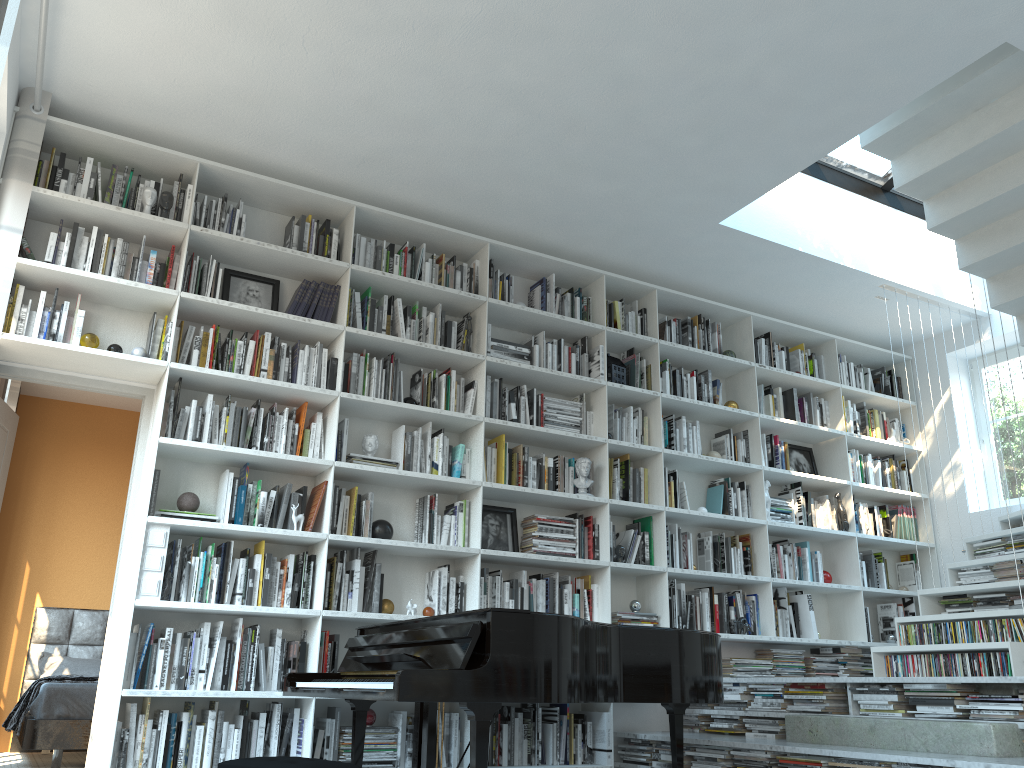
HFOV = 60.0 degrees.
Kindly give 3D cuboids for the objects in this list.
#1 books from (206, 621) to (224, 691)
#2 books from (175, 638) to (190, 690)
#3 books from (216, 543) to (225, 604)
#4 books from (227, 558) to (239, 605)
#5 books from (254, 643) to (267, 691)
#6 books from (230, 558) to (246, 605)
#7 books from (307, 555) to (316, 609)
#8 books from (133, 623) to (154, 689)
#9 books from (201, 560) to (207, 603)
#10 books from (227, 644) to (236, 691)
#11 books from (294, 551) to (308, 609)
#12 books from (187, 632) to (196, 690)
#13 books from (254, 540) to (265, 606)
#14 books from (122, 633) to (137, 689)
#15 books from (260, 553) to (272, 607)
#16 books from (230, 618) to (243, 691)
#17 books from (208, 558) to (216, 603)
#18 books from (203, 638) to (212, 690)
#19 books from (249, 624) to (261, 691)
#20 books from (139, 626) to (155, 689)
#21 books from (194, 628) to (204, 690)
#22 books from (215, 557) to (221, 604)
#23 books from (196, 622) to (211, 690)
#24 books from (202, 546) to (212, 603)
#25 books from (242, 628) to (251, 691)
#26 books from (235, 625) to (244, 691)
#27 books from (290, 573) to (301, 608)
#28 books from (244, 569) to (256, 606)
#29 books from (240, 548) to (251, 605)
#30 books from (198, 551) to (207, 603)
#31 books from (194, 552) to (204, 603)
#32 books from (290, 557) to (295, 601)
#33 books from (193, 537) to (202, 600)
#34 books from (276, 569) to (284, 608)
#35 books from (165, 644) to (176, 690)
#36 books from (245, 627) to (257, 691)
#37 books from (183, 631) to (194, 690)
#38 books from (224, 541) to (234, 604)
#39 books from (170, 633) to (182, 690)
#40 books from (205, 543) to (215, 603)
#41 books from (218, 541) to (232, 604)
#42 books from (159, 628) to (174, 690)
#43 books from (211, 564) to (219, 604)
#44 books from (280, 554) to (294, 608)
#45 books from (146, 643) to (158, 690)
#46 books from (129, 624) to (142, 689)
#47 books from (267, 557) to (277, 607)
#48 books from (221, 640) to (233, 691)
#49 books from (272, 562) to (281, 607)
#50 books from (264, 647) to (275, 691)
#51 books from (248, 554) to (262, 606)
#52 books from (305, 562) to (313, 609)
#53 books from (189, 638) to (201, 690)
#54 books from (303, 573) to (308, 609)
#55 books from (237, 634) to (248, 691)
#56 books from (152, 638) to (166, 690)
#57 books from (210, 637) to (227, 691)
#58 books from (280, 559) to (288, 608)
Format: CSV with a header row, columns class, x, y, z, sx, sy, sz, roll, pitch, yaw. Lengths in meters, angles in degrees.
class,x,y,z,sx,sy,sz,roll,pitch,yaw
books,-1.399,1.266,4.130,0.039,0.306,0.172,11,-21,-27
books,-1.516,1.281,4.052,0.028,0.222,0.189,11,-21,-27
books,-1.418,0.923,4.266,0.009,0.298,0.141,11,-21,-27
books,-1.365,0.964,4.277,0.045,0.229,0.138,11,-21,-27
books,-1.210,1.350,4.226,0.059,0.215,0.178,11,-21,-27
books,-1.326,0.966,4.279,0.027,0.229,0.159,11,-21,-27
books,-1.028,1.008,4.461,0.024,0.279,0.136,11,-21,-27
books,-1.669,1.223,3.985,0.052,0.282,0.172,11,-21,-27
books,-1.483,0.950,4.213,0.016,0.210,0.146,11,-21,-27
books,-1.335,1.332,4.168,0.013,0.208,0.155,11,-21,-27
books,-1.060,0.988,4.414,0.014,0.285,0.180,11,-21,-27
books,-1.487,1.272,4.069,0.010,0.251,0.178,11,-21,-27
books,-1.245,0.937,4.333,0.021,0.321,0.172,11,-21,-27
books,-1.717,1.238,3.961,0.029,0.238,0.154,11,-21,-27
books,-1.220,0.969,4.327,0.028,0.259,0.181,11,-21,-27
books,-1.312,1.273,4.175,0.014,0.324,0.171,11,-21,-27
books,-1.442,0.945,4.207,0.015,0.218,0.190,11,-21,-27
books,-1.432,1.303,4.124,0.012,0.232,0.149,11,-21,-27
books,-1.240,1.304,4.221,0.013,0.300,0.173,11,-21,-27
books,-1.651,1.239,4.014,0.010,0.272,0.150,11,-21,-27
books,-1.468,1.278,4.117,0.013,0.272,0.146,11,-21,-27
books,-1.429,0.953,4.248,0.016,0.230,0.136,11,-21,-27
books,-1.447,1.267,4.124,0.027,0.298,0.142,11,-21,-27
books,-1.467,0.918,4.221,0.009,0.277,0.158,11,-21,-27
books,-1.279,1.310,4.217,0.013,0.283,0.139,11,-21,-27
books,-1.305,1.292,4.183,0.012,0.294,0.177,11,-21,-27
books,-1.094,1.038,4.401,0.041,0.181,0.142,11,-21,-27
books,-1.284,0.993,4.282,0.029,0.181,0.190,11,-21,-27
books,-1.307,0.945,4.295,0.014,0.281,0.150,11,-21,-27
books,-1.478,0.924,4.186,0.009,0.243,0.185,11,-21,-27
books,-1.494,0.926,4.192,0.014,0.242,0.171,11,-21,-27
books,-1.117,0.996,4.402,0.013,0.259,0.143,11,-21,-27
books,-1.504,0.891,4.201,0.006,0.314,0.146,11,-21,-27
books,-1.162,1.020,4.371,0.023,0.193,0.140,11,-21,-27
books,-1.573,1.292,4.051,0.025,0.199,0.137,11,-21,-27
books,-1.258,1.307,4.216,0.022,0.289,0.138,11,-21,-27
books,-1.499,1.269,4.068,0.013,0.256,0.190,11,-21,-27
books,-1.381,0.919,4.261,0.012,0.305,0.190,11,-21,-27
books,-1.554,1.274,4.072,0.022,0.247,0.134,11,-21,-27
books,-1.448,0.909,4.207,0.007,0.285,0.182,11,-21,-27
books,-1.388,0.915,4.243,0.019,0.299,0.180,11,-21,-27
books,-1.586,1.250,4.031,0.029,0.265,0.172,11,-21,-27
books,-1.427,0.961,4.205,0.016,0.188,0.184,11,-21,-27
books,-1.122,0.986,4.379,0.021,0.264,0.186,11,-21,-27
books,-1.637,1.278,4.011,0.024,0.197,0.148,11,-21,-27
books,-1.692,1.219,3.963,0.011,0.276,0.189,11,-21,-27
books,-1.198,0.980,4.342,0.028,0.248,0.159,11,-21,-27
books,-1.353,1.321,4.161,0.028,0.224,0.134,11,-21,-27
books,-1.182,0.998,4.363,0.025,0.228,0.153,11,-21,-27
books,-1.180,1.369,4.259,0.030,0.202,0.142,11,-21,-27
books,-1.265,0.967,4.314,0.026,0.253,0.177,11,-21,-27
books,-1.032,1.018,4.428,0.010,0.239,0.175,11,-21,-27
books,-1.477,1.290,4.085,0.028,0.228,0.158,11,-21,-27
books,-1.060,1.047,4.434,0.023,0.186,0.130,11,-21,-27
books,-1.296,1.320,4.201,0.029,0.253,0.153,11,-21,-27
books,-1.606,1.265,4.007,0.022,0.220,0.188,11,-21,-27
books,-1.380,1.310,4.153,0.031,0.238,0.132,11,-21,-27
books,-1.145,0.997,4.383,0.010,0.245,0.160,11,-21,-27
